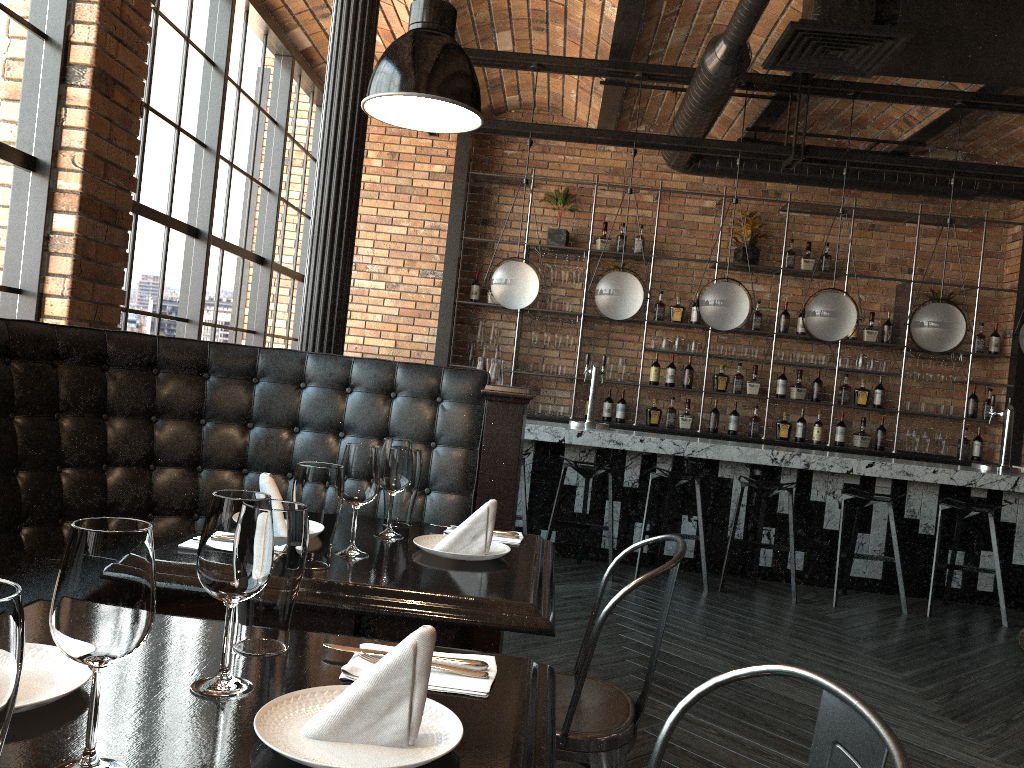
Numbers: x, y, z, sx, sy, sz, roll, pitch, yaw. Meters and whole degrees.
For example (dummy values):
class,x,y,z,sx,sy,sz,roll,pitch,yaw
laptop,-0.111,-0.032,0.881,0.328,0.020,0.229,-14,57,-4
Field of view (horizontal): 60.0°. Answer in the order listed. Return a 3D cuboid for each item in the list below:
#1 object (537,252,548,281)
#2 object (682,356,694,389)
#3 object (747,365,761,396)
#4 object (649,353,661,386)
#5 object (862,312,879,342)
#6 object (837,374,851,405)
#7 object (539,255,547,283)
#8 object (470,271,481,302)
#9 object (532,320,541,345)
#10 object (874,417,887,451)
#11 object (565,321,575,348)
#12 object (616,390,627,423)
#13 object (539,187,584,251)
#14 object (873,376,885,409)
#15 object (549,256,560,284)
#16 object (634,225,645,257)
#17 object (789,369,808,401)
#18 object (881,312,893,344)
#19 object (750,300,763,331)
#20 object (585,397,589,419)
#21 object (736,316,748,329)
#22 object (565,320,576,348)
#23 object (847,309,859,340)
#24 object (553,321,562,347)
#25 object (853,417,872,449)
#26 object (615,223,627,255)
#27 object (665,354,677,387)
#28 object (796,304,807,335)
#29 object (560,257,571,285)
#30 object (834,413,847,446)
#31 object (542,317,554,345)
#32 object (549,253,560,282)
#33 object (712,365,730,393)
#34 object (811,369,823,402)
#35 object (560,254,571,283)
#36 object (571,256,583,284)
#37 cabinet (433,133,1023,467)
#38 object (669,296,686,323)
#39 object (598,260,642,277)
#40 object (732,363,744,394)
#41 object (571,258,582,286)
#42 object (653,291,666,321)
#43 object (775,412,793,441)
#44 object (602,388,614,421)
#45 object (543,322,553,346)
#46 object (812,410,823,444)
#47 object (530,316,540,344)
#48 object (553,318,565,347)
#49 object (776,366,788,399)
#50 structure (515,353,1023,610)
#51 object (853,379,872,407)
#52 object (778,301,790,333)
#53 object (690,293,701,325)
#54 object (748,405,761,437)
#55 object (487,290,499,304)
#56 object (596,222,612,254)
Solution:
class,x,y,z,sx,sy,sz,roll,pitch,yaw
object,0.271,-1.051,7.932,0.092,0.244,0.092,6,0,8
object,1.587,-0.102,7.965,0.086,0.297,0.086,6,0,-38
object,2.163,-0.032,7.921,0.123,0.279,0.123,6,0,16
object,1.292,-0.133,7.982,0.086,0.299,0.086,6,0,-38
object,3.187,-0.499,7.873,0.123,0.279,0.123,6,0,11
object,2.965,0.050,7.897,0.083,0.282,0.083,6,0,-12
object,0.279,-1.051,8.097,0.092,0.244,0.092,6,0,8
object,-0.329,-0.877,8.083,0.086,0.298,0.086,6,0,-38
object,0.220,-0.481,8.100,0.092,0.244,0.092,6,0,8
object,3.282,0.440,7.885,0.086,0.299,0.086,6,0,-38
object,0.530,-0.449,8.085,0.092,0.244,0.092,6,0,8
object,0.990,0.200,7.997,0.086,0.298,0.086,6,0,-38
object,0.438,-1.501,8.042,0.377,0.554,0.422,6,0,-10
object,3.272,0.075,7.896,0.086,0.298,0.086,6,0,-38
object,0.388,-1.040,8.092,0.092,0.244,0.092,6,0,8
object,1.152,-1.290,7.983,0.083,0.282,0.083,6,0,18
object,2.555,0.009,7.903,0.123,0.279,0.123,6,0,-9
object,3.338,-0.493,7.883,0.086,0.297,0.086,6,0,-38
object,2.193,-0.605,7.934,0.083,0.282,0.083,6,0,3
object,0.716,0.173,8.008,0.086,0.299,0.086,6,0,-38
object,2.032,-0.619,7.928,0.123,0.279,0.123,6,0,-9
object,0.523,-0.449,7.920,0.092,0.244,0.092,6,0,8
object,3.043,-0.523,7.900,0.086,0.299,0.086,6,0,-38
object,0.427,-0.460,8.090,0.092,0.244,0.092,6,0,8
object,3.112,0.433,7.876,0.123,0.279,0.123,6,0,-9
object,0.987,-1.307,7.991,0.083,0.282,0.083,6,0,-12
object,1.438,-0.119,8.000,0.086,0.298,0.086,6,0,-38
object,2.603,-0.571,7.946,0.086,0.298,0.086,6,0,-38
object,0.487,-1.030,8.087,0.092,0.244,0.092,6,0,8
object,2.934,0.404,7.906,0.086,0.298,0.086,6,0,-38
object,0.321,-0.470,7.930,0.092,0.244,0.092,6,0,8
object,0.381,-1.040,7.927,0.092,0.244,0.092,6,0,8
object,1.871,-0.047,7.948,0.151,0.248,0.094,6,0,-8
object,2.725,0.016,7.912,0.086,0.299,0.086,6,0,-38
object,0.479,-1.030,7.923,0.092,0.244,0.092,6,0,8
object,0.582,-1.019,7.918,0.092,0.244,0.092,6,0,8
cabinet,1.034,-0.577,7.949,7.075,3.779,0.564,6,0,3
object,1.487,-0.661,7.966,0.151,0.248,0.094,6,0,6
object,0.961,-0.855,7.964,0.430,0.526,0.425,6,0,15
object,2.027,-0.048,7.941,0.083,0.282,0.083,6,0,3
object,0.590,-1.019,8.083,0.092,0.244,0.092,6,0,8
object,1.330,-0.695,7.974,0.083,0.282,0.083,6,0,-12
object,2.430,0.377,7.921,0.151,0.248,0.094,6,0,12
object,0.874,0.188,8.026,0.086,0.298,0.086,6,0,-38
object,0.329,-0.470,8.094,0.092,0.244,0.092,6,0,8
object,2.731,0.384,7.908,0.080,0.299,0.080,6,0,5
object,0.212,-0.482,7.935,0.092,0.244,0.092,6,0,8
object,0.420,-0.460,7.925,0.092,0.244,0.092,6,0,8
object,2.417,-0.016,7.930,0.086,0.298,0.086,6,0,-38
structure,2.221,0.670,6.752,5.346,1.430,1.930,6,0,3
object,3.115,0.084,7.889,0.151,0.248,0.094,6,0,12
object,2.439,-0.588,7.926,0.086,0.299,0.086,6,0,-38
object,1.661,-0.668,7.972,0.086,0.298,0.086,6,0,-38
object,2.173,0.332,7.934,0.083,0.282,0.083,6,0,-12
object,-0.155,-0.848,8.030,0.123,0.279,0.123,6,0,-8
object,0.830,-1.321,7.999,0.123,0.279,0.123,6,0,-9
